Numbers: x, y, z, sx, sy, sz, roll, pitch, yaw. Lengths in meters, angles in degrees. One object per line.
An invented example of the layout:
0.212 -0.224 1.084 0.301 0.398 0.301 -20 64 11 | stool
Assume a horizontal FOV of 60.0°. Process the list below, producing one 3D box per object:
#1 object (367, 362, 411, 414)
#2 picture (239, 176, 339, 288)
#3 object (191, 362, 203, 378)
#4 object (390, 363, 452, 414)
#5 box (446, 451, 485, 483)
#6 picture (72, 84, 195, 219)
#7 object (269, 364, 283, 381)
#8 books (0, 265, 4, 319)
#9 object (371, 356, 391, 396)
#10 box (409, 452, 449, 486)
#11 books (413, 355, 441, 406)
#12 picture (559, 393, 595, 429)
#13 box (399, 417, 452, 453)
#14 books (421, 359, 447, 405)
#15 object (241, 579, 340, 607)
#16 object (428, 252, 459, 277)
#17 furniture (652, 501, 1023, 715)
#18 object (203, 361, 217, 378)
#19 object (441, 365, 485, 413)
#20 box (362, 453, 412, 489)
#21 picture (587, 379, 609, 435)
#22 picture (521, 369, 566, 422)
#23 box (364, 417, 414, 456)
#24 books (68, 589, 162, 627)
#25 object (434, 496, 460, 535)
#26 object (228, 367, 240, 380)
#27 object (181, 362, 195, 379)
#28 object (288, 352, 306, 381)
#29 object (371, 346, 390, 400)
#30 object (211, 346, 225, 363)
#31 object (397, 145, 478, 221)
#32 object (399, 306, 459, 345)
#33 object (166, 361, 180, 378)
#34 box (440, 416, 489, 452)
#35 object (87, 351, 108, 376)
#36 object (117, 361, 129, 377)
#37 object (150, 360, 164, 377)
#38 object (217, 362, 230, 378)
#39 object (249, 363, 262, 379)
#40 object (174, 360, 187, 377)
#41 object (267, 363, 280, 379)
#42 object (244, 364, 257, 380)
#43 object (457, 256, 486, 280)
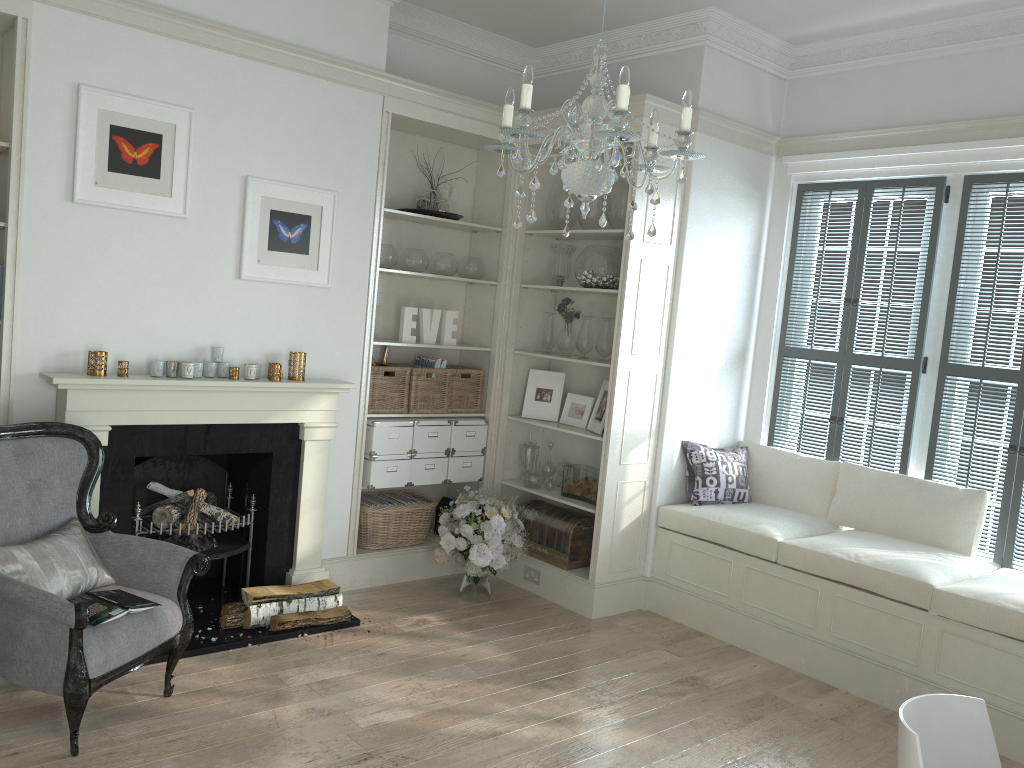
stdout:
-0.789 0.019 5.155 0.276 0.270 0.275 1 6 -41 | object
-1.113 -0.751 4.454 0.494 0.496 0.024 1 6 -41 | picture
-1.475 -0.065 4.140 0.060 0.073 0.060 4 5 -18 | object
-0.564 0.026 5.324 0.276 0.270 0.275 1 6 -41 | object
-0.403 0.478 5.516 0.270 0.191 0.400 1 6 -41 | box
-1.667 -1.018 3.931 0.494 0.496 0.024 1 6 -41 | picture
-1.160 -0.055 4.344 0.060 0.079 0.060 7 5 20 | object
-2.573 -0.445 3.552 0.919 0.301 0.209 1 6 -40 | books
-0.760 -0.019 5.095 0.095 0.332 0.284 8 5 28 | object
-0.612 0.473 5.336 0.270 0.191 0.400 1 6 -41 | box
-0.581 -0.018 5.301 0.205 0.306 0.221 1 6 -41 | books
0.410 0.159 5.324 0.206 0.192 0.124 10 6 44 | picture
-0.592 0.283 5.327 0.270 0.191 0.400 1 6 -41 | box
-0.551 -0.007 5.328 0.205 0.306 0.221 1 6 -41 | books
-1.078 1.036 4.346 0.459 0.083 0.150 2 6 -39 | object
-0.412 -0.716 5.321 0.185 0.140 0.185 4 5 -21 | object
2.131 1.077 4.140 0.837 0.459 3.150 1 6 -41 | furniture
-1.438 -0.068 4.218 0.060 0.073 0.060 7 5 15 | object
-0.373 0.027 5.530 0.276 0.270 0.275 1 6 -41 | object
-0.810 0.469 5.154 0.270 0.191 0.400 1 6 -41 | box
0.535 0.131 5.083 0.124 0.300 0.202 4 5 -16 | picture
0.201 0.068 5.469 0.231 0.300 0.127 7 5 19 | picture
-0.796 0.280 5.135 0.270 0.191 0.400 1 6 -41 | box
-1.479 0.804 3.243 0.224 0.046 0.304 7 5 24 | books
-0.392 0.827 5.546 0.135 0.248 0.135 9 6 39 | object
-1.327 -0.051 4.233 0.050 0.058 0.052 5 5 -4 | object
-1.493 -0.061 4.076 0.060 0.073 0.060 7 5 15 | object
-1.085 -0.090 4.479 0.087 0.140 0.090 5 5 -3 | object
-0.786 -0.047 5.233 0.127 0.361 0.094 1 6 -41 | object
-1.406 -0.140 4.237 0.060 0.073 0.060 7 5 15 | object
-0.436 -1.214 5.240 0.457 0.485 0.399 5 5 -1 | object
-0.491 -0.343 5.281 0.393 0.207 0.039 1 6 -41 | object
-1.556 -0.066 4.064 0.060 0.073 0.060 7 5 15 | object
-0.381 0.290 5.494 0.270 0.191 0.400 1 6 -41 | box
-1.808 -0.089 3.867 0.080 0.104 0.080 7 5 16 | object
-1.718 -0.066 3.916 0.047 0.068 0.054 4 5 -14 | object
-1.613 -0.069 4.027 0.060 0.073 0.060 7 5 15 | object
-1.388 -0.067 4.264 0.060 0.073 0.060 7 5 15 | object
-1.261 -0.062 4.351 0.060 0.073 0.060 7 5 15 | object
-1.546 -0.071 4.130 0.060 0.073 0.060 7 5 15 | object
-1.188 -0.064 4.425 0.060 0.079 0.060 7 5 16 | object
-1.266 -0.057 4.286 0.060 0.073 0.060 7 5 15 | object
-0.250 -0.712 5.462 0.185 0.140 0.185 4 5 -21 | object
